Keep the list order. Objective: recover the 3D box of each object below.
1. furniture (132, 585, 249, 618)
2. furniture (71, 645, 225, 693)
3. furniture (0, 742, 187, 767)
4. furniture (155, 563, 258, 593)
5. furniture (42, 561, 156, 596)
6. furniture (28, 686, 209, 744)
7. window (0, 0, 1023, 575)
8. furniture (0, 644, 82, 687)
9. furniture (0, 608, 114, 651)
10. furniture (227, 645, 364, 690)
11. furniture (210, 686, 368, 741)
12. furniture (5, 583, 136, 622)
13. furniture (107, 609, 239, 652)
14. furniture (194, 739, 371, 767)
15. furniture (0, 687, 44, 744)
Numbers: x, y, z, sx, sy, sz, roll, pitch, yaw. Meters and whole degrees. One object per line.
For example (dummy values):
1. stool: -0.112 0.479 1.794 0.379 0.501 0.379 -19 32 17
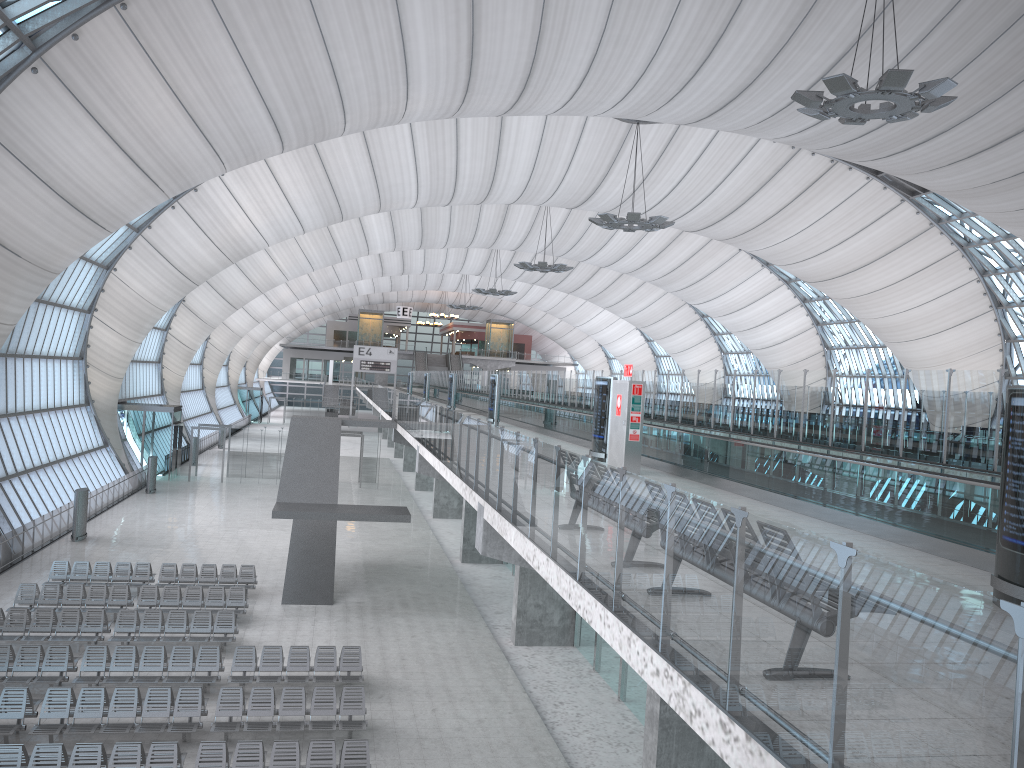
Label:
1. furniture: -8.195 5.647 22.774 2.705 0.913 1.572 4 0 -11
2. furniture: -7.230 5.719 17.848 2.705 0.913 1.572 4 0 -11
3. furniture: -6.308 5.788 13.136 2.705 0.913 1.572 4 0 -11
4. furniture: -8.702 5.609 25.366 2.705 0.913 1.572 4 0 -11
5. furniture: -11.489 5.435 24.818 2.705 0.913 1.572 4 0 -11
6. furniture: -6.769 5.753 15.492 2.705 0.913 1.572 4 0 -11
7. window: -1.792 -3.508 77.649 50.537 20.004 167.818 4 0 -11
8. furniture: -10.017 5.545 17.300 2.705 0.913 1.572 4 0 -11
9. furniture: -10.530 5.506 19.921 2.705 0.913 1.572 4 0 -11
10. furniture: -4.444 5.893 18.396 2.705 0.913 1.572 4 0 -11
11. furniture: -3.982 5.928 16.040 2.705 0.913 1.572 4 0 -11
12. furniture: -10.981 5.473 22.226 2.705 0.913 1.572 4 0 -11
13. furniture: -7.743 5.681 20.469 2.705 0.913 1.572 4 0 -11
14. furniture: -3.521 5.962 13.684 2.705 0.913 1.572 4 0 -11
15. furniture: -9.556 5.579 14.944 2.705 0.913 1.572 4 0 -11
